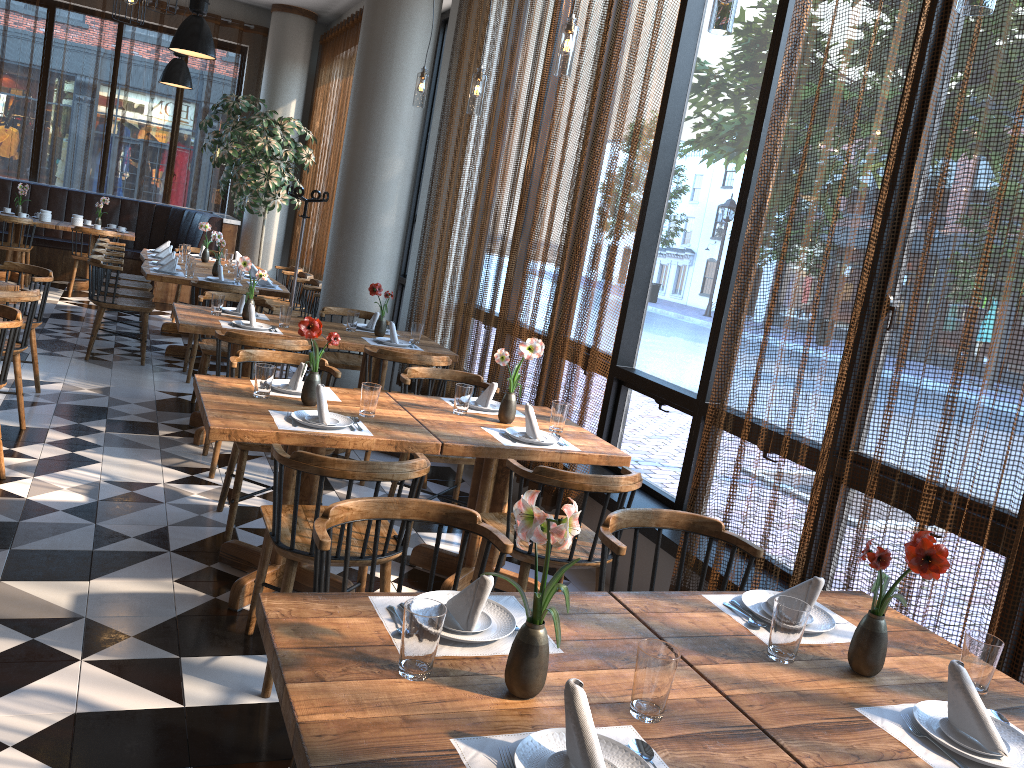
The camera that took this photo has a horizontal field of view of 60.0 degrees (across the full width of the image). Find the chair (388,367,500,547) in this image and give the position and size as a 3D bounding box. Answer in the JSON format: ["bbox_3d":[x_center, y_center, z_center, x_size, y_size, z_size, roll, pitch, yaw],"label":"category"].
[{"bbox_3d":[-0.360,0.371,4.578,0.518,0.813,0.554,7,9,-24],"label":"chair"}]

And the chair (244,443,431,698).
[{"bbox_3d":[-0.620,0.583,3.052,0.518,0.813,0.554,7,9,-24],"label":"chair"}]

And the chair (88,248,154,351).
[{"bbox_3d":[-3.494,-0.755,7.895,0.548,0.813,0.523,7,9,-24],"label":"chair"}]

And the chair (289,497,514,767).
[{"bbox_3d":[-0.291,0.772,2.284,0.518,0.813,0.554,7,9,-24],"label":"chair"}]

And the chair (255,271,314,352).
[{"bbox_3d":[-2.372,-0.756,9.091,0.548,0.813,0.523,7,9,-24],"label":"chair"}]

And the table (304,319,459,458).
[{"bbox_3d":[-0.959,0.052,5.986,0.848,0.760,0.857,6,9,-24],"label":"table"}]

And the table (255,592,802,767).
[{"bbox_3d":[-0.051,0.942,1.696,0.848,0.760,0.857,6,9,-24],"label":"table"}]

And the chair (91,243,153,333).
[{"bbox_3d":[-3.745,-0.900,8.483,0.548,0.813,0.523,7,9,-24],"label":"chair"}]

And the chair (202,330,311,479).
[{"bbox_3d":[-1.470,0.092,5.042,0.518,0.813,0.554,7,9,-24],"label":"chair"}]

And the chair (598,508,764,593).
[{"bbox_3d":[0.473,0.851,2.630,0.518,0.813,0.554,7,9,-24],"label":"chair"}]

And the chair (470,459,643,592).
[{"bbox_3d":[0.144,0.661,3.398,0.518,0.813,0.554,7,9,-24],"label":"chair"}]

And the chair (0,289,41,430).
[{"bbox_3d":[-2.988,-0.162,4.934,0.551,0.813,0.521,13,8,20],"label":"chair"}]

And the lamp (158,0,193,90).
[{"bbox_3d":[-3.798,-4.418,10.322,0.390,1.855,0.393,9,7,-12],"label":"lamp"}]

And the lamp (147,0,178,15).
[{"bbox_3d":[-2.070,-3.399,5.560,0.175,2.060,0.175,13,8,18],"label":"lamp"}]

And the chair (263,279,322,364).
[{"bbox_3d":[-2.120,-0.611,8.503,0.548,0.813,0.523,7,9,-24],"label":"chair"}]

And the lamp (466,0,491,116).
[{"bbox_3d":[-0.042,-2.448,4.787,0.078,1.954,0.078,12,7,15],"label":"lamp"}]

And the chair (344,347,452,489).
[{"bbox_3d":[-0.706,0.171,5.388,0.518,0.813,0.554,7,9,-24],"label":"chair"}]

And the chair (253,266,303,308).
[{"bbox_3d":[-2.601,-0.888,9.628,0.548,0.813,0.523,7,9,-24],"label":"chair"}]

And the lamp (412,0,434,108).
[{"bbox_3d":[-0.452,-2.798,5.776,0.078,1.954,0.078,16,9,41],"label":"lamp"}]

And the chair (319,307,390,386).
[{"bbox_3d":[-1.210,-0.120,6.568,0.518,0.813,0.554,7,9,-24],"label":"chair"}]

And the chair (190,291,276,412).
[{"bbox_3d":[-1.974,-0.198,6.222,0.518,0.813,0.554,7,9,-24],"label":"chair"}]

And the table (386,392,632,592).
[{"bbox_3d":[-0.109,0.542,3.996,0.848,0.760,0.857,6,9,-24],"label":"table"}]

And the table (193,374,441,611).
[{"bbox_3d":[-0.884,0.462,3.645,0.848,0.760,0.857,6,9,-24],"label":"table"}]

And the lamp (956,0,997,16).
[{"bbox_3d":[1.212,-1.792,1.871,0.078,1.954,0.078,5,9,-38],"label":"lamp"}]

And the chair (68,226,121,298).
[{"bbox_3d":[-4.866,-1.406,10.277,0.518,0.813,0.554,7,9,-24],"label":"chair"}]

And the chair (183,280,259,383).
[{"bbox_3d":[-2.374,-0.429,7.161,0.518,0.813,0.554,7,9,-24],"label":"chair"}]

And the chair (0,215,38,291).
[{"bbox_3d":[-5.644,-1.486,9.925,0.518,0.813,0.554,7,9,-24],"label":"chair"}]

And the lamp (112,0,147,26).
[{"bbox_3d":[-2.211,-3.261,5.389,0.175,2.060,0.176,5,9,-38],"label":"lamp"}]

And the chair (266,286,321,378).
[{"bbox_3d":[-1.884,-0.475,7.950,0.548,0.813,0.523,7,9,-24],"label":"chair"}]

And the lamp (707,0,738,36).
[{"bbox_3d":[0.845,-2.095,2.753,0.078,1.954,0.078,5,9,-35],"label":"lamp"}]

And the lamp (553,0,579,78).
[{"bbox_3d":[0.392,-2.319,3.803,0.078,1.954,0.078,8,7,-17],"label":"lamp"}]

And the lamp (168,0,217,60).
[{"bbox_3d":[-2.536,-3.690,7.368,0.393,1.855,0.390,17,10,42],"label":"lamp"}]

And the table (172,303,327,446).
[{"bbox_3d":[-1.735,-0.028,5.635,0.848,0.760,0.857,6,9,-24],"label":"table"}]

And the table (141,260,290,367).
[{"bbox_3d":[-2.699,-0.587,7.906,1.213,0.760,1.223,7,9,-21],"label":"table"}]

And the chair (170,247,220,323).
[{"bbox_3d":[-3.489,-1.072,9.772,0.518,0.813,0.554,7,9,-24],"label":"chair"}]

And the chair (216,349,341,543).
[{"bbox_3d":[-1.124,0.292,4.232,0.518,0.813,0.554,7,9,-24],"label":"chair"}]

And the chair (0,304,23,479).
[{"bbox_3d":[-2.645,0.035,4.131,0.521,0.813,0.551,13,8,20],"label":"chair"}]

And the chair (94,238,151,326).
[{"bbox_3d":[-3.968,-1.028,9.004,0.548,0.813,0.523,7,9,-24],"label":"chair"}]

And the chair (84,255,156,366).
[{"bbox_3d":[-3.250,-0.615,7.326,0.548,0.813,0.523,7,9,-24],"label":"chair"}]

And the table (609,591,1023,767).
[{"bbox_3d":[0.724,1.022,2.047,0.848,0.760,0.857,6,9,-24],"label":"table"}]

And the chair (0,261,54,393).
[{"bbox_3d":[-3.340,-0.365,5.758,0.521,0.813,0.551,13,8,20],"label":"chair"}]
